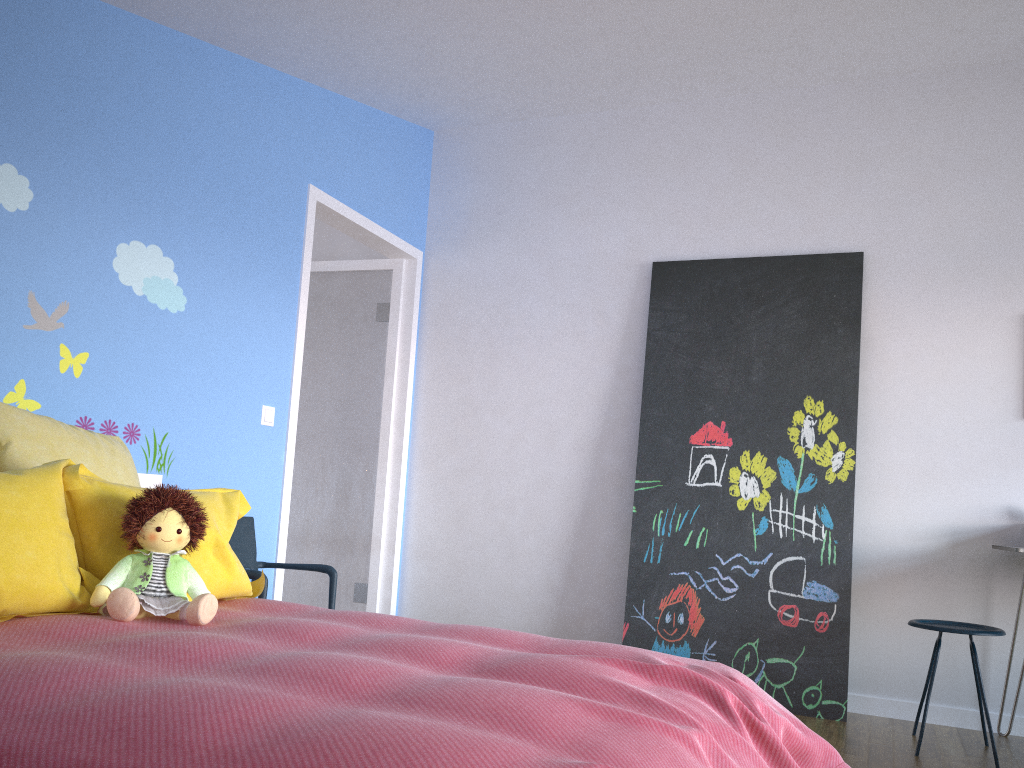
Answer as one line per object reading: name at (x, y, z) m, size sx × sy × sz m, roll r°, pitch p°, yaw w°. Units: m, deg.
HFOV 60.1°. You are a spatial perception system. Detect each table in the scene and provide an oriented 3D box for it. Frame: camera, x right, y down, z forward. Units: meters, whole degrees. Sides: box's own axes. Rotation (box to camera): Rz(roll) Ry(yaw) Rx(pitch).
table at (2.405, 0.980, 2.988) m, size 1.334 × 0.754 × 0.812 m, roll 1°, pitch -7°, yaw 23°

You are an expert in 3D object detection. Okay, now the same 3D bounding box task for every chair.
chair at (1.622, 1.117, 3.247) m, size 0.325 × 0.459 × 0.366 m, roll 1°, pitch -7°, yaw 23°
chair at (-0.955, 0.835, 3.264) m, size 0.416 × 0.671 × 0.515 m, roll 2°, pitch -6°, yaw 20°

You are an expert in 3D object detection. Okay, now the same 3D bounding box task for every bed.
bed at (-0.501, 0.602, 1.865) m, size 2.316 × 0.807 × 1.938 m, roll 1°, pitch -8°, yaw 23°

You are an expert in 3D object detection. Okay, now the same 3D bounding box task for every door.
door at (-1.212, 0.253, 4.451) m, size 0.998 × 2.118 × 1.039 m, roll 1°, pitch -6°, yaw 23°

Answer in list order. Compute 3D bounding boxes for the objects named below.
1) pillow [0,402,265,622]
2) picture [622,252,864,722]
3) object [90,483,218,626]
pillow at (-1.210, 0.296, 2.180) m, size 0.679 × 0.529 × 1.353 m, roll 1°, pitch -8°, yaw 24°
picture at (1.023, 0.392, 3.957) m, size 0.957 × 2.009 × 0.209 m, roll 1°, pitch -5°, yaw 23°
object at (-0.823, 0.403, 2.078) m, size 0.287 × 0.340 × 0.252 m, roll 8°, pitch -7°, yaw -32°
